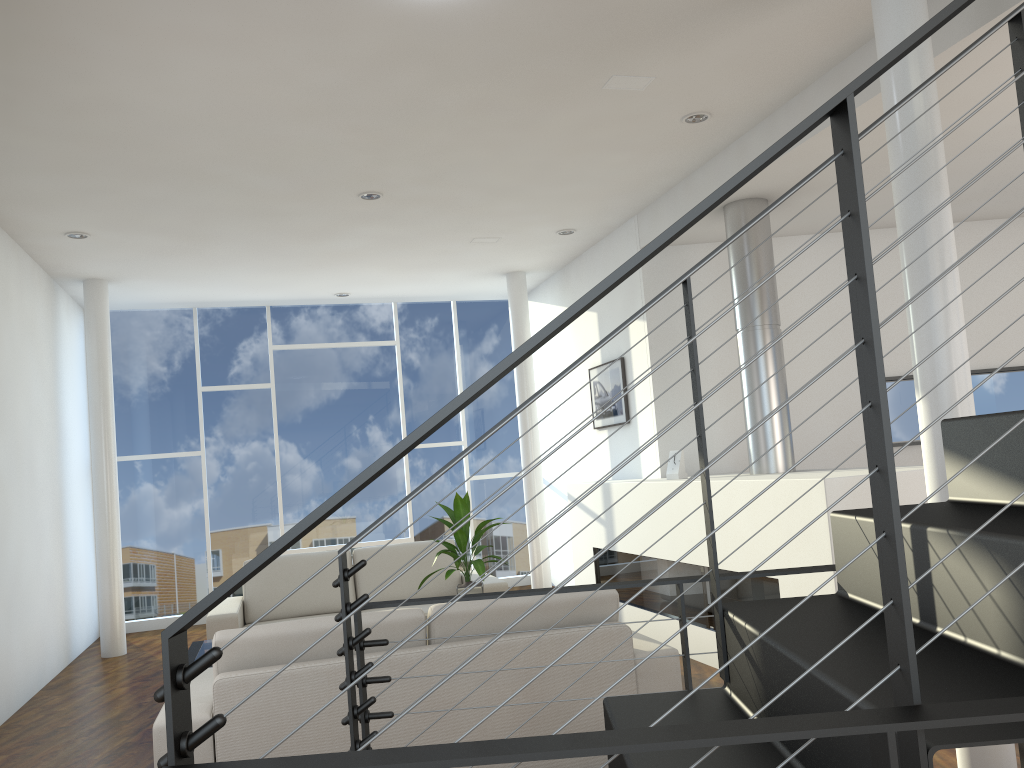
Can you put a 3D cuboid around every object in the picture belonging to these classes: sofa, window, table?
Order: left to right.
[{"bbox_3d":[-1.596,-1.014,7.148,3.413,5.624,0.090,-3,-4,-16],"label":"window"},{"bbox_3d":[-0.881,1.244,5.091,1.610,0.564,0.804,-3,-5,-15],"label":"sofa"},{"bbox_3d":[-0.625,1.267,4.032,1.607,0.284,0.663,-3,-5,-15],"label":"table"},{"bbox_3d":[-0.321,1.002,3.037,1.610,0.564,0.804,-3,-5,-15],"label":"sofa"},{"bbox_3d":[3.125,0.094,5.225,2.024,0.407,0.165,-5,-4,0],"label":"window"}]

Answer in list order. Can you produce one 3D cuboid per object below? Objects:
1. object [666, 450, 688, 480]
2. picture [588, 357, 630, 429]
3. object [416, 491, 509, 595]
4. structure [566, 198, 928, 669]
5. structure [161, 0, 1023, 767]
[{"bbox_3d":[0.862,0.425,4.661,0.061,0.151,0.100,-2,-5,-29],"label":"object"},{"bbox_3d":[0.628,0.071,5.795,0.020,0.414,0.576,-4,-5,-16],"label":"picture"},{"bbox_3d":[-0.196,0.798,4.149,0.432,0.600,0.459,-2,-5,-31],"label":"object"},{"bbox_3d":[1.070,0.223,4.590,0.750,2.202,2.757,-3,-5,-16],"label":"structure"},{"bbox_3d":[1.620,0.494,1.338,4.361,6.285,1.096,-5,-4,0],"label":"structure"}]
